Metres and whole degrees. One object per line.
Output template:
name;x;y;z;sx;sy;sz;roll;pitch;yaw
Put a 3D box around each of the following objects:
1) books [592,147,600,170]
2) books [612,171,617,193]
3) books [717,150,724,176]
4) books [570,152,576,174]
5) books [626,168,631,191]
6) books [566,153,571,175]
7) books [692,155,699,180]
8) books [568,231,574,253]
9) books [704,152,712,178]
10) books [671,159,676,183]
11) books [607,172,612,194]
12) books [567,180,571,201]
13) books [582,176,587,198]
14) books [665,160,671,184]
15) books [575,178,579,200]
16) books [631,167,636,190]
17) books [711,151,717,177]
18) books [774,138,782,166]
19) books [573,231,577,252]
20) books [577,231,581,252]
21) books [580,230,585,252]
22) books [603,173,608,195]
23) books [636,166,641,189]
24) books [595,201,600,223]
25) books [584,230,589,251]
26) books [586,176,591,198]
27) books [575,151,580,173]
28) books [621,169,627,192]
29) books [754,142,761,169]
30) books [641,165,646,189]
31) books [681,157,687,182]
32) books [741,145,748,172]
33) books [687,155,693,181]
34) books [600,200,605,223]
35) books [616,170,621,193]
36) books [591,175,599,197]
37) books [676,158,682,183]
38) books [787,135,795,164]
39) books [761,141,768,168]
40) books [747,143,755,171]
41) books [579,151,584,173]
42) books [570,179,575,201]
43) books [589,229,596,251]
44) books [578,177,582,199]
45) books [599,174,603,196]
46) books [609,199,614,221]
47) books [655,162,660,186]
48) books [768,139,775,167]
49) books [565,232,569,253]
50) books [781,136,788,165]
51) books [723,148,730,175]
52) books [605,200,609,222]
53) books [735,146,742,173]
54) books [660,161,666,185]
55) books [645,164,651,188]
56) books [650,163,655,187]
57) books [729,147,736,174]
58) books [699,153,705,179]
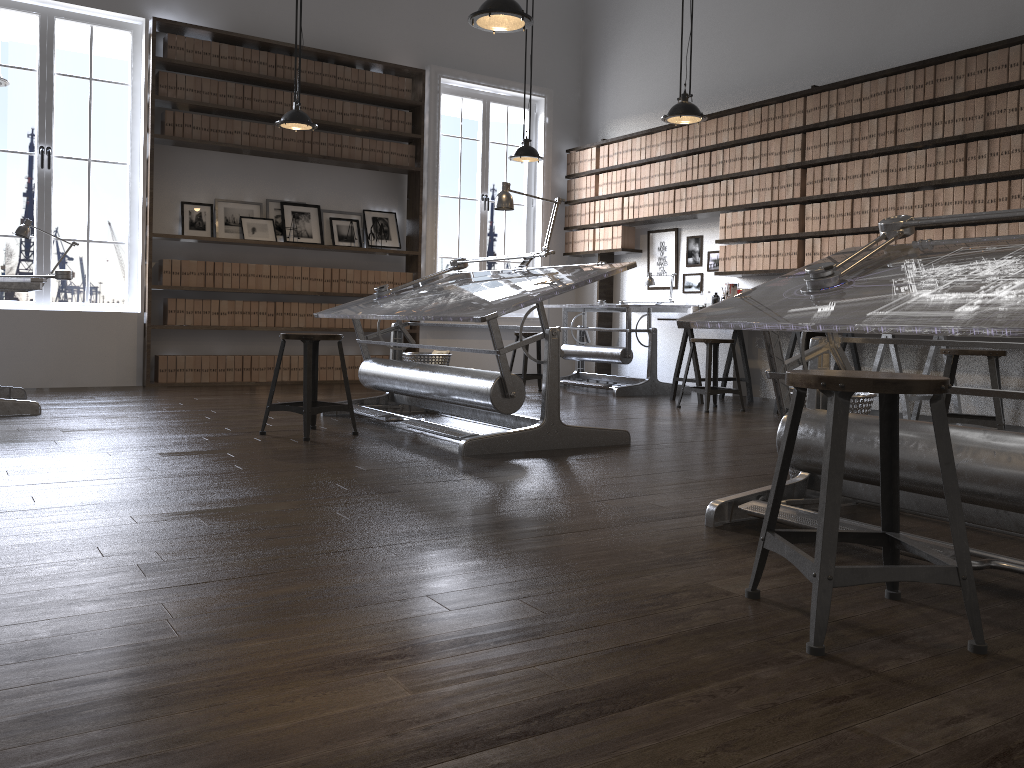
books;0.903;-2.293;9.053;0.174;0.225;0.067;0;2;-33
books;1.079;-1.986;8.776;0.174;0.225;0.067;0;2;-33
books;1.842;-1.883;7.590;0.174;0.225;0.067;0;2;-33
books;0.708;-2.319;9.349;0.174;0.225;0.067;0;2;-33
books;1.198;-1.970;8.597;0.174;0.225;0.067;0;2;-33
books;0.669;-2.324;9.409;0.174;0.225;0.067;0;2;-33
books;1.683;-1.904;7.840;0.174;0.225;0.067;0;2;-33
books;0.688;-1.492;9.366;0.174;0.225;0.067;0;2;-33
books;1.762;-1.893;7.712;0.174;0.225;0.067;0;2;-33
books;1.535;-1.925;8.075;0.174;0.225;0.067;0;2;-33
books;1.041;-1.990;8.827;0.174;0.225;0.067;0;2;-33
books;0.672;-2.047;9.410;0.174;0.225;0.067;0;2;-33
books;0.815;-2.027;9.178;0.174;0.225;0.067;0;2;-33
books;1.496;-1.930;8.132;0.174;0.225;0.067;0;2;-33
books;0.747;-2.036;9.289;0.174;0.225;0.067;0;2;-33
books;1.232;-1.965;8.535;0.174;0.225;0.067;0;2;-33
books;1.807;-1.888;7.652;0.174;0.225;0.067;0;2;-33
books;2.177;-1.837;7.067;0.174;0.225;0.067;0;2;-33
books;0.733;-1.487;9.307;0.174;0.225;0.067;0;2;-33
books;0.766;-1.482;9.251;0.174;0.225;0.067;0;2;-33
books;0.797;-1.477;9.195;0.174;0.225;0.067;0;2;-33
books;1.002;-1.996;8.888;0.174;0.225;0.067;0;2;-33
books;1.274;-1.960;8.478;0.174;0.225;0.067;0;2;-33
books;0.934;-1.736;8.987;0.174;0.225;0.067;0;2;-33
books;0.836;-1.472;9.135;0.174;0.225;0.067;0;2;-33
books;0.857;-2.022;9.125;0.174;0.225;0.067;0;2;-33
books;0.750;-2.314;9.290;0.174;0.225;0.067;0;2;-33
books;1.152;-1.976;8.657;0.174;0.225;0.067;0;2;-33
books;2.064;-1.853;7.244;0.174;0.225;0.067;0;2;-33
books;1.312;-1.955;8.418;0.174;0.225;0.067;0;2;-33
books;1.606;-1.914;7.951;0.174;0.225;0.067;0;2;-33
books;1.994;-1.863;7.359;0.174;0.225;0.067;0;2;-33
books;1.645;-1.909;7.890;0.174;0.225;0.067;0;2;-33
books;0.977;-1.731;8.928;0.174;0.225;0.067;0;2;-33
books;1.117;-1.981;8.722;0.174;0.225;0.067;0;2;-33
books;0.895;-2.017;9.065;0.174;0.225;0.067;0;2;-33
books;1.570;-1.920;8.014;0.174;0.225;0.067;0;2;-33
books;2.250;-1.828;6.960;0.174;0.225;0.067;0;2;-33
books;2.106;-1.847;7.187;0.174;0.225;0.067;0;2;-33
books;2.026;-1.858;7.306;0.174;0.225;0.067;0;2;-33
books;0.791;-2.309;9.233;0.174;0.225;0.067;0;2;-33
books;0.707;-2.042;9.349;0.174;0.225;0.067;0;2;-33
books;0.878;-1.467;9.076;0.174;0.225;0.067;0;2;-33
books;0.783;-2.032;9.237;0.174;0.225;0.067;0;2;-33
books;0.966;-2.001;8.950;0.174;0.225;0.067;0;2;-33
books;1.054;-1.721;8.812;0.174;0.225;0.067;0;2;-33
books;1.417;-1.940;8.251;0.174;0.225;0.067;0;2;-33
books;2.145;-1.842;7.129;0.174;0.225;0.067;0;2;-33
books;0.652;-1.498;9.432;0.174;0.225;0.067;0;2;-33
books;2.217;-1.832;7.013;0.174;0.225;0.067;0;2;-33
books;1.884;-1.878;7.532;0.174;0.225;0.067;0;2;-33
books;1.018;-1.726;8.872;0.174;0.225;0.067;0;2;-33
books;1.954;-1.867;7.413;0.174;0.225;0.067;0;2;-33
books;1.454;-1.935;8.189;0.174;0.225;0.067;0;2;-33
books;1.344;-1.950;8.358;0.174;0.225;0.067;0;2;-33
books;1.384;-1.945;8.305;0.174;0.225;0.067;0;2;-33
books;1.922;-1.872;7.473;0.174;0.225;0.067;0;2;-33
books;1.726;-1.899;7.777;0.174;0.225;0.067;0;2;-33
